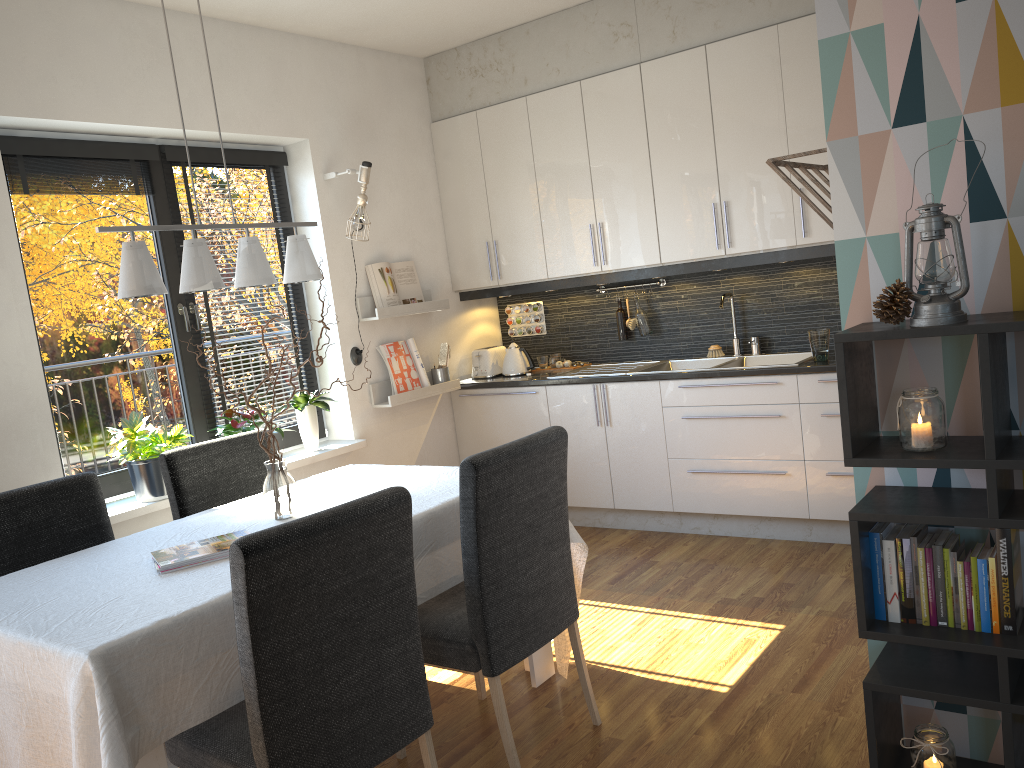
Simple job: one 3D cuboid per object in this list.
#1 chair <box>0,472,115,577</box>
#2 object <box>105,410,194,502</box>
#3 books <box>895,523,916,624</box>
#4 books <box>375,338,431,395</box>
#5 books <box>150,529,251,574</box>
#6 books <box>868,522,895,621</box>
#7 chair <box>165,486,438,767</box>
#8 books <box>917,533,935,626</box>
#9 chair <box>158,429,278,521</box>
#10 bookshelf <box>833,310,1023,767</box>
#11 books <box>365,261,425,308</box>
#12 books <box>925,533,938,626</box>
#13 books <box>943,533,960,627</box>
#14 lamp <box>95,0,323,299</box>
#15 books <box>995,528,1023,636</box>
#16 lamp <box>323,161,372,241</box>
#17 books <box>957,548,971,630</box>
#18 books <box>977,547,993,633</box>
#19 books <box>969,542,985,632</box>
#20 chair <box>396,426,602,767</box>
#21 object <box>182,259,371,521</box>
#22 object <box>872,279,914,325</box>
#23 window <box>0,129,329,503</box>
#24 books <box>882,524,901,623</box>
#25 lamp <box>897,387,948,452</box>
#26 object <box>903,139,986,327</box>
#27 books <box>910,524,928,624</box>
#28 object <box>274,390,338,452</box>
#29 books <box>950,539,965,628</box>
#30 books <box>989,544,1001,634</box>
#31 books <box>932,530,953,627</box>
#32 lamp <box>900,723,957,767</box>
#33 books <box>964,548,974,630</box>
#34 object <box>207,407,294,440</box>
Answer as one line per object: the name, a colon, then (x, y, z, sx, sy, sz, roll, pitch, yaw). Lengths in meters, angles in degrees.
chair: (-1.312, 0.794, 2.753, 0.545, 0.962, 0.460, -2, 9, 37)
object: (-1.548, 0.296, 3.799, 0.333, 0.385, 0.299, -13, 8, -38)
books: (0.924, 0.436, 2.053, 0.032, 0.200, 0.123, -2, 9, 37)
books: (-0.600, -0.082, 4.973, 0.138, 0.331, 0.282, -3, 8, 34)
books: (-0.860, 0.468, 2.492, 0.278, 0.022, 0.204, -10, 7, -26)
books: (0.879, 0.433, 2.088, 0.029, 0.210, 0.127, -2, 9, 37)
chair: (-0.522, 0.756, 2.165, 0.545, 0.962, 0.461, -1, 9, 42)
books: (0.953, 0.445, 2.028, 0.015, 0.181, 0.116, -2, 9, 37)
chair: (-0.902, 0.679, 3.311, 0.545, 0.962, 0.461, -1, 9, 42)
bookshelf: (1.323, 0.442, 1.746, 1.190, 1.202, 0.237, -2, 9, 37)
books: (-0.635, -0.537, 4.961, 0.109, 0.299, 0.363, -2, 8, 37)
books: (0.966, 0.444, 2.020, 0.015, 0.181, 0.116, -2, 9, 37)
books: (0.998, 0.442, 2.002, 0.015, 0.181, 0.116, -2, 9, 37)
lamp: (-0.930, -0.919, 2.580, 0.131, 1.287, 0.758, -2, 9, 37)
books: (1.084, 0.411, 1.931, 0.029, 0.236, 0.127, -2, 9, 37)
lamp: (-0.822, -0.930, 4.589, 0.312, 0.396, 0.131, -1, 9, 41)
books: (1.013, 0.455, 1.978, 0.013, 0.156, 0.099, -2, 9, 37)
books: (1.047, 0.449, 1.948, 0.022, 0.165, 0.096, -2, 9, 37)
books: (1.035, 0.447, 1.963, 0.014, 0.170, 0.108, -2, 9, 37)
chair: (-0.111, 0.641, 2.724, 0.545, 0.962, 0.460, -2, 9, 37)
object: (-0.735, 0.036, 2.755, 0.615, 0.786, 0.402, -6, 7, 11)
object: (0.828, -0.178, 1.926, 0.078, 0.101, 0.086, -13, 9, -39)
window: (-1.559, -0.344, 4.150, 0.119, 1.590, 1.558, -2, 8, 37)
books: (0.900, 0.440, 2.069, 0.025, 0.195, 0.125, -2, 9, 37)
lamp: (0.897, 0.076, 1.951, 0.098, 0.131, 0.106, -13, 9, -40)
object: (0.907, -0.323, 1.875, 0.163, 0.384, 0.154, -12, 9, -37)
books: (0.944, 0.433, 2.040, 0.014, 0.203, 0.115, -2, 9, 37)
object: (-1.050, 0.188, 4.518, 0.354, 0.316, 0.291, -4, 7, 28)
books: (1.005, 0.445, 1.988, 0.012, 0.175, 0.099, -2, 9, 37)
books: (1.061, 0.446, 1.937, 0.012, 0.170, 0.096, -2, 9, 37)
books: (0.984, 0.439, 2.014, 0.021, 0.188, 0.121, -2, 9, 37)
lamp: (0.977, 0.870, 2.064, 0.106, 0.131, 0.098, -13, 9, -39)
books: (1.024, 0.454, 1.971, 0.013, 0.156, 0.099, -2, 9, 37)
object: (-1.239, 0.254, 4.170, 0.371, 0.309, 0.379, -6, 7, 11)
